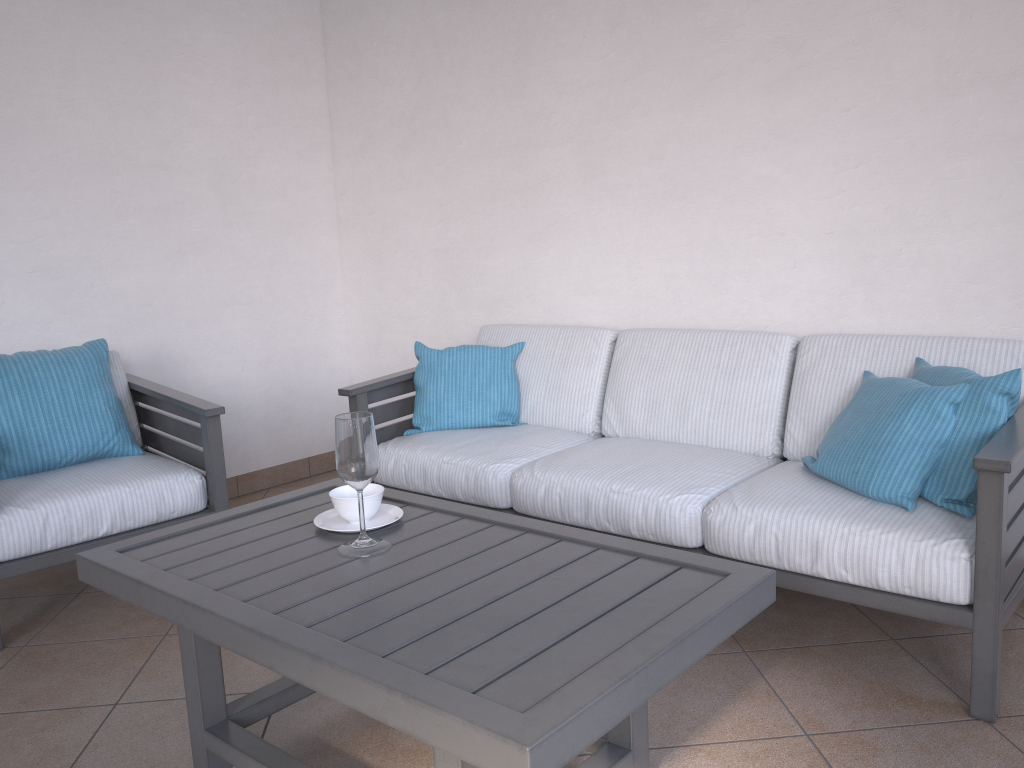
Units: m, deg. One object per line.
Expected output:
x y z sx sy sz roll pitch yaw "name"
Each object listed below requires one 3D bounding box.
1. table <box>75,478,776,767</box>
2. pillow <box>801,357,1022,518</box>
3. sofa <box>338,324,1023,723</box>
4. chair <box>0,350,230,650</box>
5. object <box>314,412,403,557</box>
-0.216 0.584 1.793 1.260 0.473 0.710 5 12 40 "table"
1.008 0.125 2.288 0.377 0.370 0.543 -4 9 -9 "pillow"
0.464 0.236 2.832 2.161 0.765 0.807 5 12 40 "sofa"
-1.506 0.310 2.985 0.797 0.765 0.807 -11 12 -43 "chair"
-0.359 0.188 1.947 0.203 0.284 0.337 -3 9 2 "object"
